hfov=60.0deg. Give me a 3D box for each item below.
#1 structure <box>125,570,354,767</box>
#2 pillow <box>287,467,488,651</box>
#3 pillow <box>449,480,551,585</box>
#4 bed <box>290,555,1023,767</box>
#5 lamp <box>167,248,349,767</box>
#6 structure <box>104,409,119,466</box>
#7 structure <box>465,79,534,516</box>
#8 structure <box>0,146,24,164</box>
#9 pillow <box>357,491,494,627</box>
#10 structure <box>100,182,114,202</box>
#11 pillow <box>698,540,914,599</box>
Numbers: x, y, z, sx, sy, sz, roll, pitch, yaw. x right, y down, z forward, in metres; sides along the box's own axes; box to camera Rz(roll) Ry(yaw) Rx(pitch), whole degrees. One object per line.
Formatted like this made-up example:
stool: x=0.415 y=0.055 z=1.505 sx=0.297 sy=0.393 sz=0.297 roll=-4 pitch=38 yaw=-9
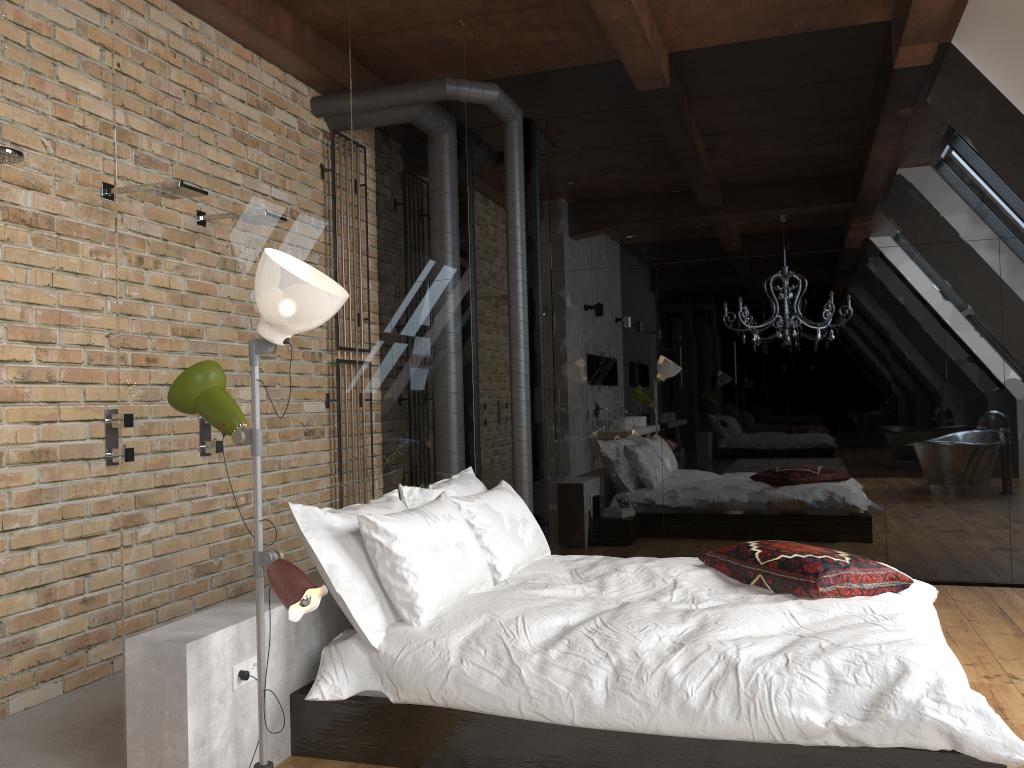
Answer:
structure: x=-0.541 y=0.977 z=3.791 sx=0.206 sy=0.494 sz=2.820 roll=-2 pitch=-1 yaw=18
pillow: x=-0.335 y=0.646 z=3.697 sx=0.358 sy=0.517 sz=1.746 roll=-2 pitch=-1 yaw=17
pillow: x=-0.057 y=0.661 z=4.012 sx=0.291 sy=0.385 sz=0.748 roll=-2 pitch=-1 yaw=18
bed: x=0.627 y=0.966 z=3.540 sx=2.169 sy=0.442 sz=2.300 roll=-2 pitch=-1 yaw=18
lamp: x=-0.718 y=0.411 z=2.495 sx=0.561 sy=1.582 sz=0.270 roll=-2 pitch=-1 yaw=15
structure: x=-1.715 y=0.232 z=3.876 sx=0.092 sy=0.248 sz=0.090 roll=-2 pitch=-1 yaw=18
structure: x=-0.544 y=-0.304 z=5.737 sx=1.189 sy=3.140 sz=0.829 roll=-2 pitch=-1 yaw=18
structure: x=-1.826 y=0.009 z=2.978 sx=0.217 sy=2.005 sz=0.457 roll=-2 pitch=-1 yaw=14
pillow: x=-0.303 y=0.630 z=3.258 sx=0.276 sy=0.397 sz=0.744 roll=-2 pitch=-1 yaw=18
structure: x=-1.573 y=-0.852 z=3.842 sx=0.453 sy=0.079 sz=0.192 roll=-2 pitch=-1 yaw=18
pillow: x=1.139 y=0.723 z=3.515 sx=0.453 sy=0.157 sz=0.748 roll=-1 pitch=-1 yaw=-22
